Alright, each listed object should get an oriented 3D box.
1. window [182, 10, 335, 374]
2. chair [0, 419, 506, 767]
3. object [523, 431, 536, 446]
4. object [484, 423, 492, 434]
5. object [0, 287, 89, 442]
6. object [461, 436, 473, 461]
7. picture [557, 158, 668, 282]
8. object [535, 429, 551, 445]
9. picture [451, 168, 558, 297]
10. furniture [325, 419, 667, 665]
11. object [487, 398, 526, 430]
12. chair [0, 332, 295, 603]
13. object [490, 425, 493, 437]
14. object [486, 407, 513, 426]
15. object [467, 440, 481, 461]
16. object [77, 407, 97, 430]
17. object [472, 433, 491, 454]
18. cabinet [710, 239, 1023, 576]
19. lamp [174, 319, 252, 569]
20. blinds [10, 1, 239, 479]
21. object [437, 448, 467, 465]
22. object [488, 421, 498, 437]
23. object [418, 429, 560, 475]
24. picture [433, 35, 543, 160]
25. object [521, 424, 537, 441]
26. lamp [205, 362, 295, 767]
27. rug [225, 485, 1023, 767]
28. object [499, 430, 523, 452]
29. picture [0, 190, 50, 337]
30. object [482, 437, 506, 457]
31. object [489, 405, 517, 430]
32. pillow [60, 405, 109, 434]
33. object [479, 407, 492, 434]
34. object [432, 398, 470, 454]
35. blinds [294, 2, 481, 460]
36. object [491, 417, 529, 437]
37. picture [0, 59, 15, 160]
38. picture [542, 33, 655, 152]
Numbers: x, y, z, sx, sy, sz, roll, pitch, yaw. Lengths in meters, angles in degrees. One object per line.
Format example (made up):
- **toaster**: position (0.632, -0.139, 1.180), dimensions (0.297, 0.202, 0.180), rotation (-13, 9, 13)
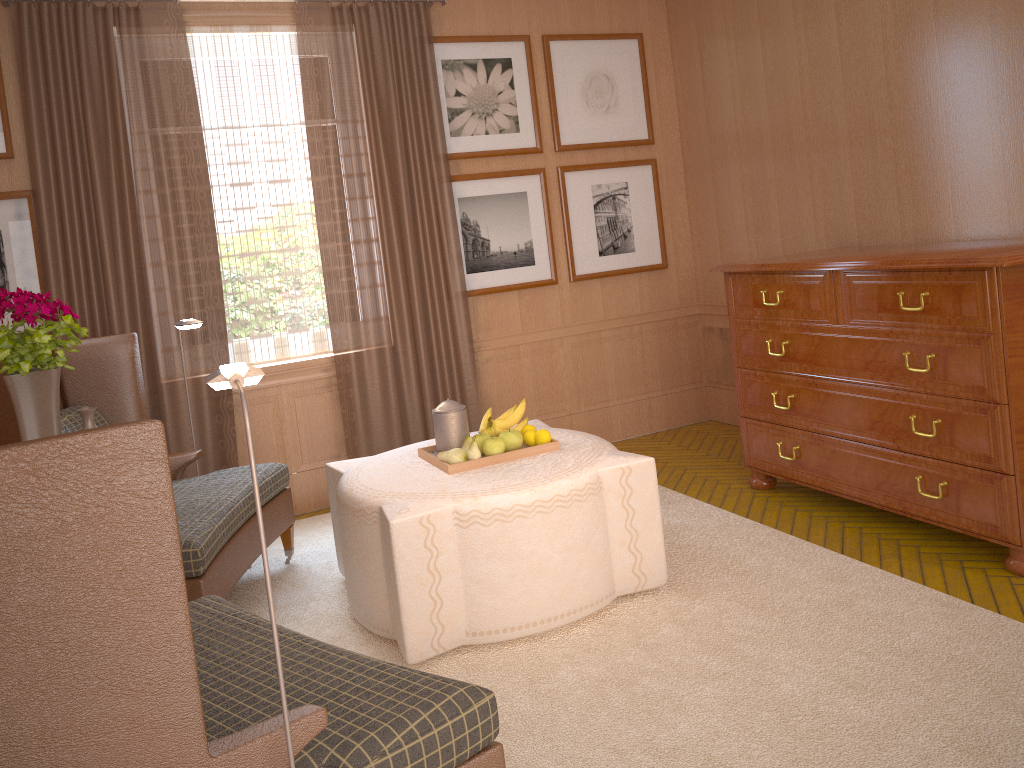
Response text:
- **window**: position (-2.500, -1.834, 8.588), dimensions (2.449, 3.360, 0.847), rotation (-9, 4, -23)
- **chair**: position (-1.344, 1.026, 3.088), dimensions (1.904, 1.962, 1.742), rotation (-1, 8, 42)
- **object**: position (0.138, 0.376, 6.061), dimensions (0.111, 0.110, 0.134), rotation (-9, 7, -20)
- **object**: position (-0.197, 0.336, 6.230), dimensions (0.071, 0.184, 0.396), rotation (-7, 8, -9)
- **object**: position (-2.436, -0.021, 4.527), dimensions (0.528, 1.083, 0.456), rotation (-8, 4, -25)
- **object**: position (-0.293, 0.440, 5.863), dimensions (0.129, 0.196, 0.131), rotation (-6, 5, 13)
- **picture**: position (1.127, -1.821, 9.716), dimensions (1.258, 1.242, 0.047), rotation (-9, 3, -23)
- **object**: position (0.211, 0.372, 5.999), dimensions (0.113, 0.133, 0.109), rotation (-4, 6, 23)
- **picture**: position (-0.150, -1.578, 9.155), dimensions (1.258, 1.242, 0.047), rotation (-9, 3, -23)
- **furniture**: position (-0.187, 0.937, 6.049), dimensions (1.965, 0.893, 1.958), rotation (-11, 9, -26)
- **object**: position (-0.012, 0.223, 6.197), dimensions (0.070, 0.168, 0.409), rotation (-3, 8, 43)
- **chair**: position (-2.674, 0.684, 6.078), dimensions (1.719, 1.962, 1.930), rotation (-7, 6, 2)
- **object**: position (-0.134, 0.328, 6.243), dimensions (0.061, 0.180, 0.399), rotation (-6, 8, 6)
- **object**: position (-0.095, 0.249, 6.269), dimensions (0.090, 0.127, 0.414), rotation (-4, 9, 25)
- **object**: position (-0.252, 0.439, 5.752), dimensions (0.097, 0.147, 0.099), rotation (-6, 5, 13)
- **object**: position (-2.205, 0.306, 4.616), dimensions (0.185, 0.356, 0.188), rotation (-6, 4, 10)
- **object**: position (-0.203, 0.409, 5.993), dimensions (0.156, 0.134, 0.160), rotation (-9, 7, -19)
- **cabinet**: position (2.999, -0.029, 6.602), dimensions (1.425, 1.929, 2.778), rotation (-9, 7, -23)
- **lamp**: position (-2.395, 0.491, 6.884), dimensions (0.627, 2.015, 0.570), rotation (-5, 3, 29)
- **blinds**: position (-3.276, -0.915, 7.661), dimensions (1.437, 4.774, 0.266), rotation (-8, 3, -22)
- **object**: position (-0.388, 0.486, 5.728), dimensions (0.194, 0.127, 0.134), rotation (-7, 6, -3)
- **object**: position (-0.044, 0.315, 6.217), dimensions (0.062, 0.198, 0.391), rotation (-5, 8, 32)
- **object**: position (-0.170, 0.449, 6.062), dimensions (0.806, 0.059, 0.642), rotation (-11, 10, -23)
- **picture**: position (-0.313, -2.967, 9.093), dimensions (1.258, 1.242, 0.047), rotation (-9, 3, -23)
- **object**: position (0.122, 0.352, 6.215), dimensions (0.113, 0.133, 0.109), rotation (-4, 6, 23)
- **lamp**: position (-0.797, 0.973, 2.845), dimensions (0.627, 2.020, 0.570), rotation (-4, 4, 37)
- **rug**: position (-0.416, 1.691, 4.478), dimensions (6.036, 0.020, 7.994), rotation (-11, 10, -23)
- **object**: position (-0.008, 0.387, 5.960), dimensions (0.168, 0.146, 0.175), rotation (-4, 7, 23)
- **picture**: position (-4.439, -0.939, 7.269), dimensions (1.056, 1.242, 0.047), rotation (-9, 3, -23)
- **object**: position (-0.120, 0.424, 5.844), dimensions (0.156, 0.134, 0.160), rotation (-9, 7, -19)
- **object**: position (-0.068, 0.270, 6.228), dimensions (0.064, 0.171, 0.381), rotation (-4, 8, 33)
- **pillow**: position (-3.127, 0.573, 6.086), dimensions (0.538, 0.702, 1.086), rotation (-7, 7, 2)
- **object**: position (-0.188, 0.283, 6.231), dimensions (0.104, 0.158, 0.380), rotation (-7, 8, 1)
- **object**: position (-0.417, 0.293, 6.037), dimensions (0.233, 0.390, 0.237), rotation (-4, 5, 33)
- **blinds**: position (-1.167, -1.321, 8.591), dimensions (1.457, 4.763, 0.266), rotation (-8, 3, -25)
- **object**: position (0.004, 0.300, 6.189), dimensions (0.072, 0.171, 0.402), rotation (-3, 8, 42)
- **picture**: position (-4.599, -2.297, 7.208), dimensions (0.810, 0.953, 0.047), rotation (-9, 3, -23)
- **picture**: position (0.964, -3.210, 9.655), dimensions (1.258, 1.242, 0.047), rotation (-9, 3, -23)
